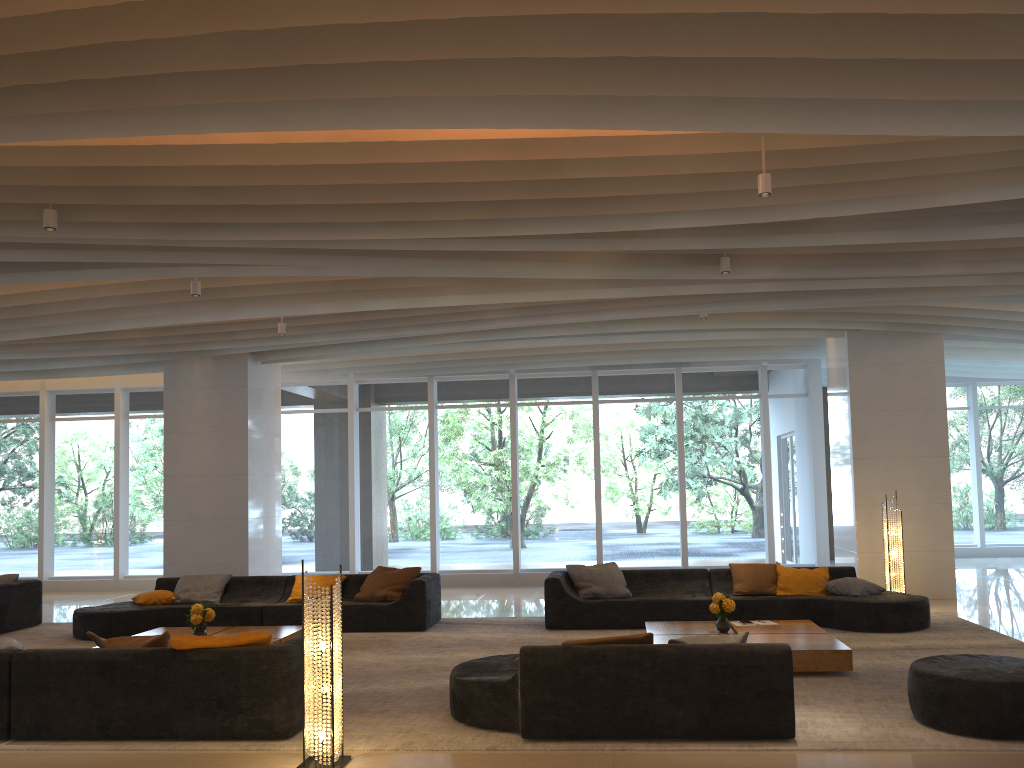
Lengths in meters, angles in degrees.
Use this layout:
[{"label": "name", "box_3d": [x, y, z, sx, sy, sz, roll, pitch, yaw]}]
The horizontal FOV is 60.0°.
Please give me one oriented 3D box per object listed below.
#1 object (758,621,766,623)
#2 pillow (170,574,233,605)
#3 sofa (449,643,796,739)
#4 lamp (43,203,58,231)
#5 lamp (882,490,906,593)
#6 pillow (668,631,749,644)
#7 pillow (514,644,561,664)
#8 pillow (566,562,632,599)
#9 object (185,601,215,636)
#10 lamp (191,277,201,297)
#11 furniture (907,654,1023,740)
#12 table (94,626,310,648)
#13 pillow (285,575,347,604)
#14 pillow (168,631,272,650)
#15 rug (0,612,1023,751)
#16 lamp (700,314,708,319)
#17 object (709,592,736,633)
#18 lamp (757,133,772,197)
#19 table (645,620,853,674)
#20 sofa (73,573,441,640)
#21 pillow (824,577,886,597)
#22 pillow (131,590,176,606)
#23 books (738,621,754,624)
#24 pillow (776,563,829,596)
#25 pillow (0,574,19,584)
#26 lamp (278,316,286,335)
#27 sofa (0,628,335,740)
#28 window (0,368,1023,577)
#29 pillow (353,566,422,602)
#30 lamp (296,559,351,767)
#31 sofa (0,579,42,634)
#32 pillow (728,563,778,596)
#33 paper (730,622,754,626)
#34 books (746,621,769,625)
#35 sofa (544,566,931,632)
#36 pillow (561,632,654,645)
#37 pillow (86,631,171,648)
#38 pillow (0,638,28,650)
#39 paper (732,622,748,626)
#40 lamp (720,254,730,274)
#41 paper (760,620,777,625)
[{"label": "object", "box_3d": [2.380, 2.294, 8.539, 0.106, 0.014, 0.180, 0, -7, -13]}, {"label": "pillow", "box_3d": [-3.741, 2.496, 10.631, 0.662, 0.415, 0.465, -2, -5, 6]}, {"label": "sofa", "box_3d": [0.670, 1.980, 6.077, 2.245, 0.574, 1.366, -2, -6, 5]}, {"label": "lamp", "box_3d": [-3.310, -1.850, 6.370, 0.089, 1.500, 0.089, -1, -4, -3]}, {"label": "lamp", "box_3d": [4.625, 2.015, 10.744, 0.249, 1.445, 0.252, -2, -4, 6]}, {"label": "pillow", "box_3d": [1.290, 1.766, 5.808, 0.562, 0.343, 0.460, -2, -6, 4]}, {"label": "pillow", "box_3d": [0.324, 1.851, 5.958, 0.422, 0.245, 0.480, -7, -8, 41]}, {"label": "pillow", "box_3d": [1.007, 2.282, 10.314, 0.644, 0.376, 0.545, 0, -6, -16]}, {"label": "object", "box_3d": [-2.888, 2.203, 8.216, 0.262, 0.375, 0.240, -4, -5, 28]}, {"label": "lamp", "box_3d": [-3.051, -1.596, 8.555, 0.090, 1.500, 0.088, 0, -4, -21]}, {"label": "furniture", "box_3d": [3.064, 1.982, 5.678, 0.976, 0.362, 0.996, -3, -7, 15]}, {"label": "table", "box_3d": [-2.962, 2.521, 8.360, 1.595, 0.219, 1.613, -2, -7, 6]}, {"label": "pillow", "box_3d": [-2.330, 2.465, 10.511, 0.635, 0.392, 0.453, -2, -5, 5]}, {"label": "pillow", "box_3d": [-1.956, 1.838, 5.996, 0.644, 0.376, 0.545, 0, -6, -16]}, {"label": "rug", "box_3d": [-3.280, 2.645, 8.382, 16.166, 0.022, 5.556, -2, -7, 5]}, {"label": "lamp", "box_3d": [2.209, -1.510, 10.341, 0.090, 1.500, 0.088, 2, -5, -39]}, {"label": "object", "box_3d": [1.913, 2.068, 8.061, 0.235, 0.375, 0.268, -2, -5, 8]}, {"label": "lamp", "box_3d": [1.683, -2.016, 6.002, 0.090, 1.500, 0.088, 2, -5, -39]}, {"label": "table", "box_3d": [2.020, 2.350, 7.936, 1.595, 0.219, 1.613, -2, -7, 6]}, {"label": "sofa", "box_3d": [-2.965, 2.574, 10.335, 4.133, 0.580, 1.361, -2, -6, 4]}, {"label": "pillow", "box_3d": [3.811, 2.263, 9.849, 0.596, 0.208, 0.434, 3, -8, -34]}, {"label": "pillow", "box_3d": [-4.270, 2.556, 10.566, 0.455, 0.192, 0.580, 2, -7, -29]}, {"label": "books", "box_3d": [2.248, 2.296, 8.538, 0.112, 0.011, 0.182, -1, -7, -3]}, {"label": "pillow", "box_3d": [3.287, 2.236, 10.033, 0.602, 0.401, 0.480, -3, -6, 13]}, {"label": "pillow", "box_3d": [-6.536, 2.542, 10.957, 0.630, 0.376, 0.557, -4, -7, 28]}, {"label": "lamp", "box_3d": [-2.786, -1.343, 10.723, 0.089, 1.500, 0.089, -1, -4, -3]}, {"label": "sofa", "box_3d": [-3.218, 2.089, 6.228, 3.765, 0.580, 0.949, -2, -6, 5]}, {"label": "window", "box_3d": [-4.825, 1.374, 12.874, 55.283, 3.207, 21.922, 2, -8, -29]}, {"label": "pillow", "box_3d": [-1.476, 2.368, 10.526, 0.630, 0.376, 0.557, -4, -7, 28]}, {"label": "lamp", "box_3d": [-1.105, 1.617, 5.181, 0.249, 1.193, 0.252, -2, -4, 6]}, {"label": "sofa", "box_3d": [-7.831, 2.762, 10.920, 3.765, 0.580, 0.949, -2, -6, 5]}, {"label": "pillow", "box_3d": [2.795, 2.245, 10.135, 0.574, 0.373, 0.372, -2, -5, 4]}, {"label": "paper", "box_3d": [2.224, 2.304, 8.528, 0.197, 0.001, 0.264, -1, -7, -3]}, {"label": "books", "box_3d": [2.328, 2.297, 8.526, 0.213, 0.011, 0.181, 0, -7, -13]}, {"label": "sofa", "box_3d": [2.450, 2.404, 10.012, 4.155, 0.580, 1.353, -3, -6, 12]}, {"label": "pillow", "box_3d": [0.641, 1.782, 5.755, 0.602, 0.390, 0.401, -2, -5, 8]}, {"label": "pillow", "box_3d": [-2.585, 1.889, 6.121, 0.599, 0.408, 0.448, -2, -5, 7]}, {"label": "pillow", "box_3d": [-3.617, 1.963, 6.207, 0.584, 0.375, 0.424, -2, -5, 8]}, {"label": "paper", "box_3d": [2.229, 2.304, 8.531, 0.186, 0.001, 0.257, -1, -7, -2]}, {"label": "lamp", "box_3d": [1.936, -1.765, 8.155, 0.090, 1.500, 0.088, 2, -5, -39]}, {"label": "paper", "box_3d": [2.434, 2.300, 8.545, 0.186, 0.001, 0.257, -1, -7, -7]}]
